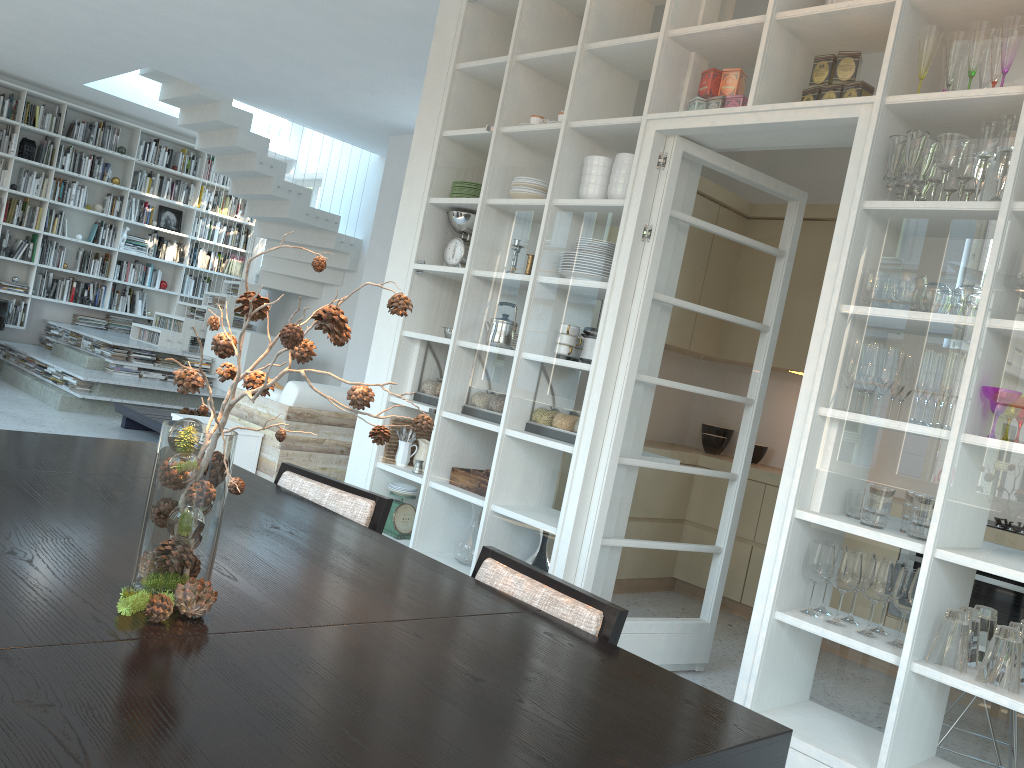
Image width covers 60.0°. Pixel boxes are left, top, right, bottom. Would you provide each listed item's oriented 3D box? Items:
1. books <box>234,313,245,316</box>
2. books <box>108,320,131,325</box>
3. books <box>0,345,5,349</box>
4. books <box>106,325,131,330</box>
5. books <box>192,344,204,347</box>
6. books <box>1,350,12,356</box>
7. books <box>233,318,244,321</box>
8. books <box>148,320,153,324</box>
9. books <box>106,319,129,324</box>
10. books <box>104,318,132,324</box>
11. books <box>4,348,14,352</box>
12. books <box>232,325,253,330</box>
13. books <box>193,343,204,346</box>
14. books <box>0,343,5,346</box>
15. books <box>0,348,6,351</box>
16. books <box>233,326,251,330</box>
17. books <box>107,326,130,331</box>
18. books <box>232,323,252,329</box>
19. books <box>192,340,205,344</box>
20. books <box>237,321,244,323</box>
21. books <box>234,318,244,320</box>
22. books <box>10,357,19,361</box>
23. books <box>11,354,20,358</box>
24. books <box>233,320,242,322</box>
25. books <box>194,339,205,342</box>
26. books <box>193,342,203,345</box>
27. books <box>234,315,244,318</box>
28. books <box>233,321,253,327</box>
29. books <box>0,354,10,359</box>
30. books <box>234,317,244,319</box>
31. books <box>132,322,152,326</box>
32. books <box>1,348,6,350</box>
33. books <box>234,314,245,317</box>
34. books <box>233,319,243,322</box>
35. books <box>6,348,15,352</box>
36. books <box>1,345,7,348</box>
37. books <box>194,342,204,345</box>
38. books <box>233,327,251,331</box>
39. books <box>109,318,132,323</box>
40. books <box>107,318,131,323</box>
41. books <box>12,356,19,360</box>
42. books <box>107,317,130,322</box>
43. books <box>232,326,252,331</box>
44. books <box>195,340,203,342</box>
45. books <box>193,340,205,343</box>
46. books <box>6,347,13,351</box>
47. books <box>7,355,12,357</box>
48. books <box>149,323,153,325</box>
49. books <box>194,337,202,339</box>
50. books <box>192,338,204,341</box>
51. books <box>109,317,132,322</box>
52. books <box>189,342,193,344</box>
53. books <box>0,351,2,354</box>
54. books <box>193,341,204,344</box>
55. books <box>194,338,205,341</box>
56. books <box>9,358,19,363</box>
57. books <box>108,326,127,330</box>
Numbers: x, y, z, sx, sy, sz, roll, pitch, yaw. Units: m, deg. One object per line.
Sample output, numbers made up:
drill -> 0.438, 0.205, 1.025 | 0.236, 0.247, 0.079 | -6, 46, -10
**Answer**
books -> -3.589, -0.919, 11.530 | 0.158, 0.011, 0.229 | 13, 2, 45
books -> -4.871, -0.767, 10.967 | 0.160, 0.006, 0.254 | 13, 2, 45
books -> -5.737, -0.413, 10.048 | 0.243, 0.013, 0.191 | 13, 1, 42
books -> -4.880, -0.702, 10.970 | 0.285, 0.007, 0.159 | 11, 1, -42
books -> -4.072, -0.497, 11.784 | 0.368, 0.007, 0.205 | 11, 1, -41
books -> -5.543, -0.334, 9.841 | 0.191, 0.028, 0.212 | 11, 1, -40
books -> -3.609, -0.848, 11.539 | 0.227, 0.009, 0.144 | 11, 2, -44
books -> -4.482, -0.772, 11.278 | 0.205, 0.036, 0.266 | 11, 1, -43
books -> -4.870, -0.772, 10.967 | 0.285, 0.005, 0.159 | 11, 1, -43
books -> -4.869, -0.777, 10.967 | 0.159, 0.005, 0.285 | 13, 2, 45
books -> -5.523, -0.368, 9.852 | 0.160, 0.009, 0.291 | 11, 1, -42
books -> -3.496, -0.736, 11.398 | 0.278, 0.012, 0.177 | 11, 1, -40
books -> -4.066, -0.511, 11.779 | 0.328, 0.008, 0.207 | 11, 1, -39
books -> -5.716, -0.441, 10.062 | 0.234, 0.014, 0.158 | 13, 1, 44
books -> -5.736, -0.388, 10.055 | 0.210, 0.009, 0.188 | 13, 2, 45
books -> -3.484, -0.724, 11.384 | 0.146, 0.006, 0.295 | 13, 1, 44
books -> -4.878, -0.687, 10.965 | 0.285, 0.007, 0.159 | 11, 1, -39
books -> -3.484, -0.752, 11.389 | 0.157, 0.025, 0.234 | 13, 1, 42
books -> -4.063, -0.542, 11.783 | 0.328, 0.008, 0.207 | 11, 1, -41
books -> -3.611, -0.821, 11.536 | 0.137, 0.006, 0.233 | 12, 1, 41
books -> -3.609, -0.858, 11.541 | 0.121, 0.011, 0.215 | 12, 1, 41
books -> -5.328, -0.264, 9.631 | 0.172, 0.014, 0.220 | 11, 1, -43
books -> -5.324, -0.301, 9.627 | 0.171, 0.020, 0.193 | 11, 1, -40
books -> -3.608, -0.828, 11.534 | 0.193, 0.008, 0.160 | 11, 2, -44
books -> -4.057, -0.564, 11.780 | 0.328, 0.008, 0.207 | 11, 1, -40
books -> -4.068, -0.519, 11.783 | 0.328, 0.008, 0.207 | 11, 1, -41
books -> -3.597, -0.882, 11.533 | 0.235, 0.014, 0.155 | 11, 1, -43
books -> -3.483, -0.778, 11.392 | 0.268, 0.026, 0.161 | 11, 1, -39
books -> -5.546, -0.293, 9.848 | 0.189, 0.030, 0.237 | 10, 2, -44
books -> -3.603, -0.869, 11.537 | 0.206, 0.014, 0.150 | 10, 2, -44
books -> -4.602, -0.743, 11.226 | 0.368, 0.007, 0.205 | 11, 1, -42
books -> -5.717, -0.396, 10.071 | 0.257, 0.013, 0.136 | 13, 1, 44
books -> -3.602, -0.903, 11.541 | 0.123, 0.025, 0.232 | 13, 1, 43
books -> -3.614, -0.839, 11.542 | 0.130, 0.011, 0.183 | 13, 1, 44
books -> -5.515, -0.374, 9.858 | 0.290, 0.005, 0.126 | 12, 1, 41
books -> -5.709, -0.423, 10.072 | 0.133, 0.017, 0.230 | 11, 1, -43
books -> -4.071, -0.528, 11.789 | 0.328, 0.008, 0.207 | 11, 1, -44
books -> -3.481, -0.707, 11.378 | 0.128, 0.013, 0.296 | 13, 1, 44
books -> -4.859, -0.792, 10.964 | 0.254, 0.006, 0.160 | 11, 1, -40
books -> -4.862, -0.787, 10.961 | 0.159, 0.005, 0.285 | 13, 1, 42
books -> -5.317, -0.273, 9.640 | 0.149, 0.007, 0.300 | 11, 2, -44
books -> -4.859, -0.797, 10.965 | 0.159, 0.005, 0.285 | 13, 1, 43
books -> -3.482, -0.717, 11.381 | 0.250, 0.007, 0.131 | 11, 1, -40
books -> -4.062, -0.557, 11.784 | 0.368, 0.007, 0.205 | 11, 1, -42
books -> -4.063, -0.550, 11.784 | 0.328, 0.008, 0.207 | 11, 1, -36
books -> -5.510, -0.382, 9.862 | 0.135, 0.014, 0.297 | 11, 1, -43
books -> -5.533, -0.312, 9.855 | 0.206, 0.012, 0.148 | 12, 1, 41
books -> -4.477, -0.742, 11.290 | 0.284, 0.012, 0.159 | 13, 1, 42
books -> -4.054, -0.594, 11.783 | 0.368, 0.007, 0.205 | 11, 1, -36
books -> -4.055, -0.571, 11.779 | 0.368, 0.007, 0.205 | 11, 1, -40
books -> -4.855, -0.802, 10.962 | 0.160, 0.006, 0.254 | 12, 1, 41
books -> -4.345, -0.568, 11.497 | 0.201, 0.009, 0.360 | 12, 1, 41
books -> -5.744, -0.354, 10.055 | 0.180, 0.012, 0.261 | 11, 1, -41
books -> -4.063, -0.534, 11.780 | 0.368, 0.007, 0.205 | 11, 1, -38
books -> -4.055, -0.579, 11.782 | 0.328, 0.008, 0.207 | 11, 1, -37
books -> -5.337, -0.245, 9.627 | 0.177, 0.026, 0.230 | 11, 1, -41
books -> -4.878, -0.694, 10.967 | 0.160, 0.007, 0.254 | 13, 1, 42
